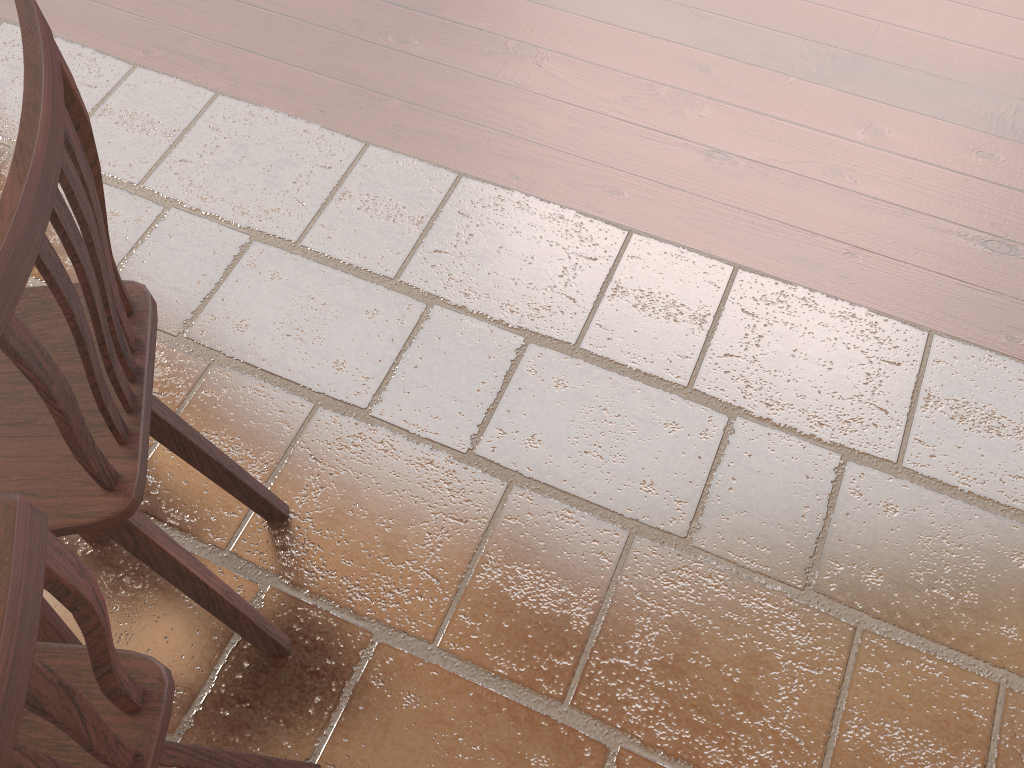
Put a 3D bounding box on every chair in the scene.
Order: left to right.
[{"bbox_3d":[-0.590,0.568,1.120,0.504,1.319,0.406,3,60,2],"label":"chair"},{"bbox_3d":[-0.687,0.122,1.373,0.504,1.319,0.406,-7,61,-4],"label":"chair"}]
